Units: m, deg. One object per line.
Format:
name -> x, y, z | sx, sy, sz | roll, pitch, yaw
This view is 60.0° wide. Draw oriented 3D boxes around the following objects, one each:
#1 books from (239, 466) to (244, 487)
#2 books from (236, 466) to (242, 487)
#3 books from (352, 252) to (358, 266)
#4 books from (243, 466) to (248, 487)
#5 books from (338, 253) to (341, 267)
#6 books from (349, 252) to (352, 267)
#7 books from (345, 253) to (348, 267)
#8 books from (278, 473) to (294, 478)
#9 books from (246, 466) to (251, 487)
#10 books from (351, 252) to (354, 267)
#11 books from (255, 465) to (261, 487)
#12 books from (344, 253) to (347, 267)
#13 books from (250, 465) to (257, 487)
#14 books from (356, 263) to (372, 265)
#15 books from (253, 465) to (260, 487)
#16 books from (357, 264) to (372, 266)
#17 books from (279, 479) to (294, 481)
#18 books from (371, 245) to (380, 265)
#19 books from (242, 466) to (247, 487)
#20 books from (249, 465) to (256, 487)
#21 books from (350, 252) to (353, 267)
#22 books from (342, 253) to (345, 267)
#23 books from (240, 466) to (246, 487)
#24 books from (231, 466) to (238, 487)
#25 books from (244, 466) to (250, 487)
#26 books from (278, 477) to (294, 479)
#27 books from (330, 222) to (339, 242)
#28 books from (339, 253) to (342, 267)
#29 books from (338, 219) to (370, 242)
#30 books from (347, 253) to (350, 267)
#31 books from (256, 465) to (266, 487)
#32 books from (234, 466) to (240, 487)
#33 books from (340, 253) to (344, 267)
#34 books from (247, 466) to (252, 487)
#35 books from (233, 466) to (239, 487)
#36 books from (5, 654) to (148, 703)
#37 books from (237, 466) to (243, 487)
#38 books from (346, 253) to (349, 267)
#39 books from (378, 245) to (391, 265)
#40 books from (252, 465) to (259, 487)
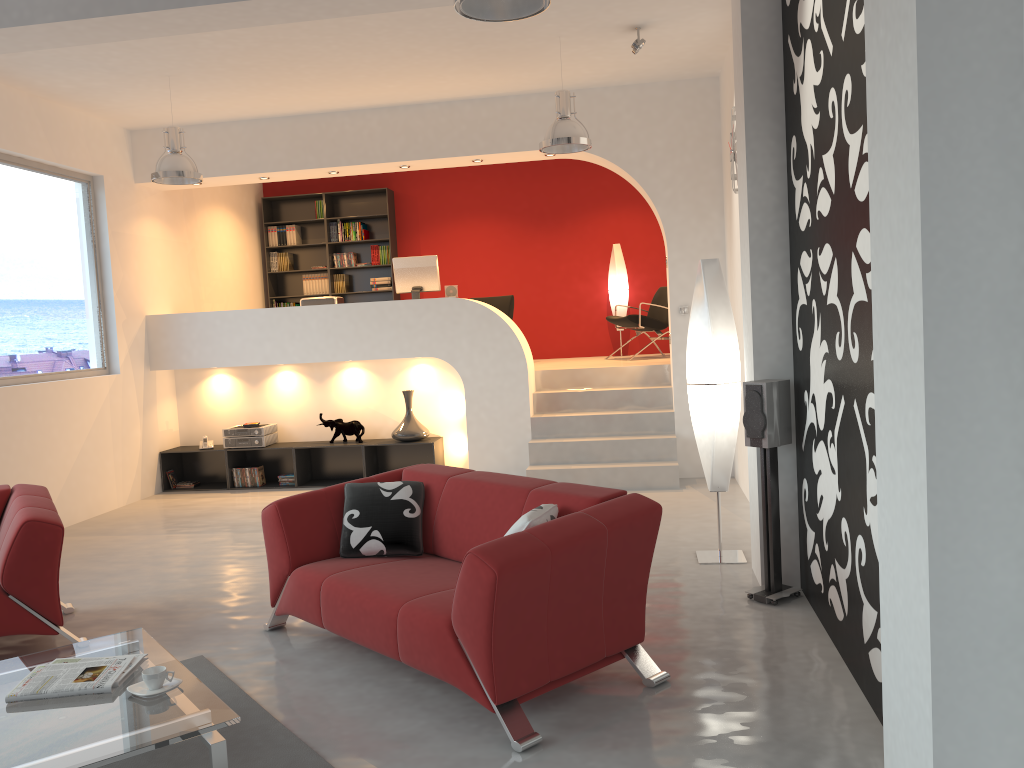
books -> -2.646, 0.912, 8.747 | 0.031, 0.190, 0.135 | -3, 4, 8
books -> -2.675, 0.913, 8.751 | 0.031, 0.190, 0.135 | -3, 4, 8
books -> -1.985, -1.569, 11.228 | 0.031, 0.190, 0.135 | -3, 4, 8
books -> -2.601, 0.910, 8.740 | 0.031, 0.190, 0.135 | -3, 4, 8
books -> -2.163, -1.561, 11.254 | 0.031, 0.190, 0.135 | -3, 4, 8
books -> -2.030, -1.567, 11.235 | 0.031, 0.190, 0.135 | -3, 4, 8
books -> -2.074, -1.565, 11.241 | 0.031, 0.190, 0.135 | -3, 4, 8
books -> -2.192, 0.901, 8.732 | 0.190, 0.015, 0.135 | -3, 4, 3
books -> -2.571, 0.908, 8.736 | 0.031, 0.190, 0.135 | -3, 4, 8
books -> -2.000, -1.568, 11.230 | 0.031, 0.190, 0.135 | -3, 4, 8
books -> -2.482, 0.904, 8.723 | 0.031, 0.190, 0.135 | -3, 4, 8
books -> -2.089, -1.564, 11.243 | 0.031, 0.190, 0.135 | -3, 4, 8
books -> -2.527, 0.906, 8.729 | 0.031, 0.190, 0.135 | -3, 4, 8
books -> -1.861, -1.517, 11.214 | 0.190, 0.015, 0.135 | -2, 4, 13
books -> -2.497, 0.905, 8.725 | 0.031, 0.190, 0.135 | -3, 4, 8
books -> -1.850, -1.503, 11.214 | 0.190, 0.015, 0.135 | -3, 4, 8
books -> -2.177, 0.930, 8.732 | 0.190, 0.015, 0.135 | -3, 4, 8
books -> -1.703, -1.614, 11.177 | 0.090, 0.256, 0.181 | -3, 4, 8
books -> -2.616, 0.910, 8.742 | 0.031, 0.190, 0.135 | -3, 4, 8
books -> -2.542, 0.907, 8.731 | 0.031, 0.190, 0.135 | -3, 4, 8
books -> -2.015, -1.568, 11.233 | 0.031, 0.190, 0.135 | -3, 4, 8
books -> -2.119, -1.563, 11.248 | 0.031, 0.190, 0.135 | -3, 4, 8
books -> -2.631, 0.911, 8.744 | 0.031, 0.190, 0.135 | -3, 4, 8
books -> -2.720, 0.915, 8.757 | 0.031, 0.190, 0.135 | -3, 4, 8
books -> -2.586, 0.909, 8.738 | 0.031, 0.190, 0.135 | -3, 4, 8
books -> -2.183, 0.916, 8.724 | 0.190, 0.015, 0.135 | -3, 4, 8
books -> -2.228, -1.907, 11.229 | 0.090, 0.256, 0.181 | -3, 4, 8
books -> -2.149, -1.562, 11.252 | 0.031, 0.190, 0.135 | -3, 4, 8
books -> -1.998, -1.930, 11.171 | 0.341, 0.286, 0.231 | -3, 4, 8
books -> -2.045, -1.566, 11.237 | 0.031, 0.190, 0.135 | -3, 4, 8
books -> -2.468, 0.904, 8.721 | 0.031, 0.190, 0.135 | -3, 4, 8
books -> -2.690, 0.914, 8.753 | 0.031, 0.190, 0.135 | -3, 4, 8
books -> -2.134, -1.562, 11.250 | 0.031, 0.190, 0.135 | -3, 4, 8
books -> -2.556, 0.908, 8.734 | 0.031, 0.190, 0.135 | -3, 4, 8
books -> -2.705, 0.914, 8.755 | 0.031, 0.190, 0.135 | -3, 4, 8
books -> -1.534, 1.032, 3.128 | 0.367, 0.035, 0.345 | -3, 4, -2
books -> -2.660, 0.912, 8.749 | 0.031, 0.190, 0.135 | -3, 4, 8
books -> -2.060, -1.566, 11.239 | 0.031, 0.190, 0.135 | -3, 4, 8
books -> -1.584, -1.611, 11.159 | 0.146, 0.240, 0.170 | -3, 4, 8
books -> -2.512, 0.906, 8.727 | 0.031, 0.190, 0.135 | -3, 4, 8
